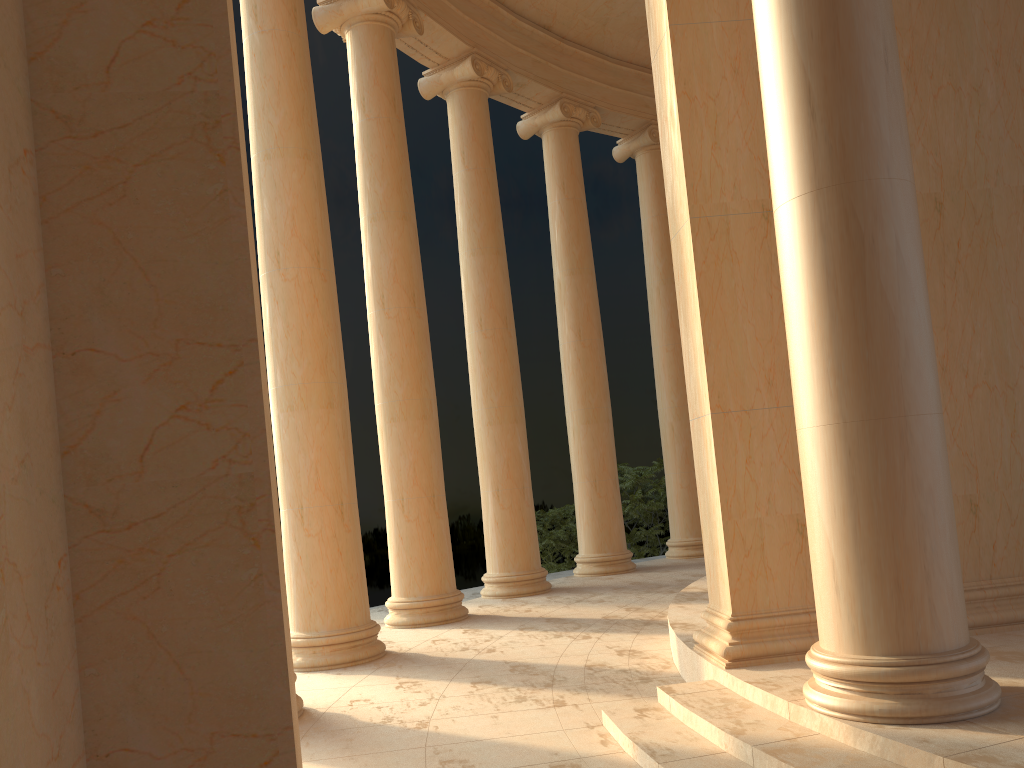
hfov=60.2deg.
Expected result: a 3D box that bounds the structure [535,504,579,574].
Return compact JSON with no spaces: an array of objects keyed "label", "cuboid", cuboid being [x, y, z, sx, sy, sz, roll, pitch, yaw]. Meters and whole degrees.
[{"label":"structure","cuboid":[69.156,303.967,1519.126,149.414,187.728,156.079,-6,-4,8]}]

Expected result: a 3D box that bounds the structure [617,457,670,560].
[{"label":"structure","cuboid":[256.241,282.553,1604.639,247.085,298.539,238.636,-6,-4,-2]}]
